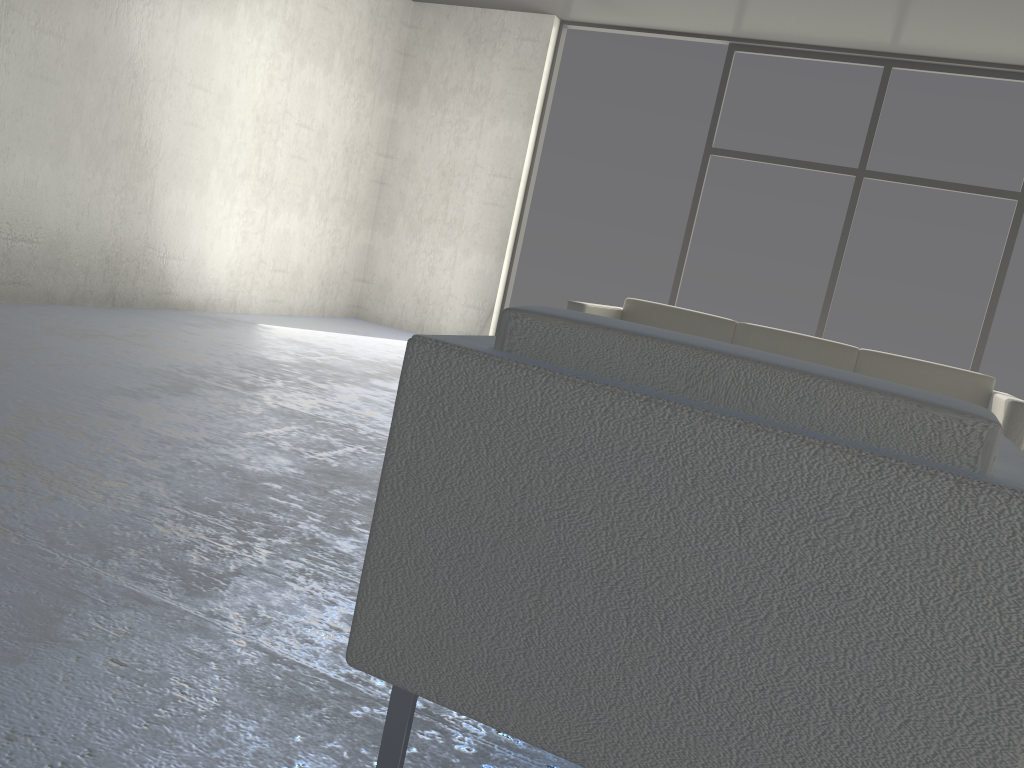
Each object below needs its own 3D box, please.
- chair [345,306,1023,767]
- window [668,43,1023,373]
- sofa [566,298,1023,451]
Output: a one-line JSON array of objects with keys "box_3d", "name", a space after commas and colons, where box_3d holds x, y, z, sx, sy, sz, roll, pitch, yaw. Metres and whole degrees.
[{"box_3d": [0.311, 0.265, 1.358, 0.748, 0.662, 0.821, 15, 8, 22], "name": "chair"}, {"box_3d": [3.076, -0.655, 5.528, 4.080, 2.477, 0.037, 15, 8, 22], "name": "window"}, {"box_3d": [1.188, 0.089, 4.009, 1.881, 0.658, 0.821, 15, 8, 22], "name": "sofa"}]
